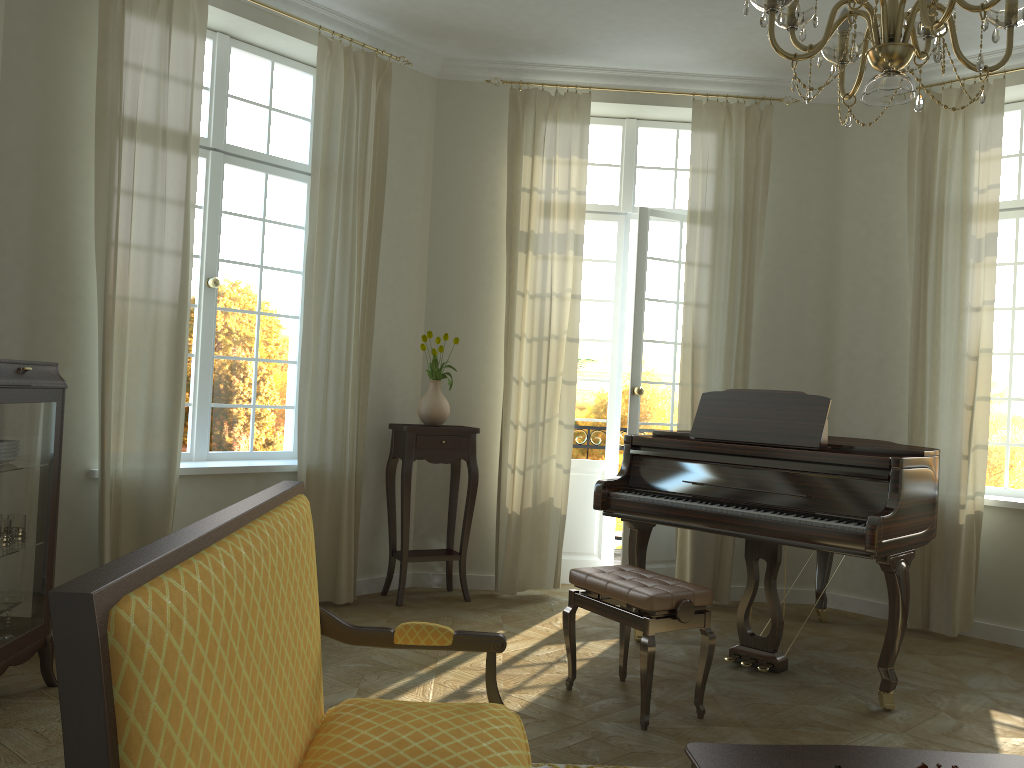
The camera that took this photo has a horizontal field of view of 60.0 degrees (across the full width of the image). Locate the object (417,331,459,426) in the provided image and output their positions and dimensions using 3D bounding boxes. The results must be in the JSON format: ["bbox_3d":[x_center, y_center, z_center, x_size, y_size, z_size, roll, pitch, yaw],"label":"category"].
[{"bbox_3d":[-0.490,-0.033,5.753,0.242,0.609,0.264,3,-1,22],"label":"object"}]

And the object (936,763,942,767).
[{"bbox_3d":[0.964,0.884,2.005,0.030,0.050,0.030,4,-1,-45],"label":"object"}]

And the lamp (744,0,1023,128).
[{"bbox_3d":[0.989,-1.444,2.252,0.661,1.466,0.662,3,-1,-32],"label":"lamp"}]

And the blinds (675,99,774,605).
[{"bbox_3d":[1.414,-0.223,5.960,0.554,3.386,0.162,3,-1,-7],"label":"blinds"}]

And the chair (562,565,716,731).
[{"bbox_3d":[0.551,1.143,3.956,0.385,0.563,0.638,3,-1,-32],"label":"chair"}]

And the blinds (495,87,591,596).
[{"bbox_3d":[0.171,-0.283,5.966,0.552,3.386,0.159,3,-1,-5],"label":"blinds"}]

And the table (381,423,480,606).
[{"bbox_3d":[-0.533,0.827,5.746,0.522,1.114,0.344,3,-1,-27],"label":"table"}]

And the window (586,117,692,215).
[{"bbox_3d":[0.849,-1.586,6.464,1.380,0.680,0.055,3,-1,-2],"label":"window"}]

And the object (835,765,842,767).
[{"bbox_3d":[0.726,0.874,1.976,0.030,0.044,0.030,4,-1,-45],"label":"object"}]

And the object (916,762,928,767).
[{"bbox_3d":[0.925,0.880,2.000,0.030,0.052,0.030,4,-1,-45],"label":"object"}]

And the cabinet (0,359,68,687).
[{"bbox_3d":[-2.146,0.589,3.449,0.542,1.386,0.733,3,-1,-2],"label":"cabinet"}]

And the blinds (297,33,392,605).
[{"bbox_3d":[-1.051,-0.355,5.391,0.552,3.381,0.159,4,-1,-44],"label":"blinds"}]

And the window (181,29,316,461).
[{"bbox_3d":[-1.774,-0.809,5.239,0.181,2.550,1.400,2,-1,43],"label":"window"}]

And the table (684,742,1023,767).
[{"bbox_3d":[0.878,1.169,1.813,0.922,0.494,0.932,3,-1,-1],"label":"table"}]

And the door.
[{"bbox_3d":[0.769,0.115,6.259,1.385,2.690,0.425,3,-1,-2],"label":"door"}]

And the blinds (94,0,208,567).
[{"bbox_3d":[-1.861,-0.409,4.448,0.554,3.385,0.162,4,-1,-42],"label":"blinds"}]

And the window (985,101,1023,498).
[{"bbox_3d":[3.456,-0.538,5.423,1.400,2.550,0.181,2,-1,43],"label":"window"}]

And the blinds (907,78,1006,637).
[{"bbox_3d":[2.657,-0.166,5.477,0.162,3.384,0.554,4,-1,-42],"label":"blinds"}]

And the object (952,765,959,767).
[{"bbox_3d":[1.004,0.889,2.010,0.030,0.044,0.030,4,-1,-45],"label":"object"}]

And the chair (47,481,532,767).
[{"bbox_3d":[-0.268,0.809,1.713,0.680,1.083,1.389,3,-1,-2],"label":"chair"}]

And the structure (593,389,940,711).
[{"bbox_3d":[1.610,0.769,4.915,1.514,1.439,1.856,2,-1,43],"label":"structure"}]
